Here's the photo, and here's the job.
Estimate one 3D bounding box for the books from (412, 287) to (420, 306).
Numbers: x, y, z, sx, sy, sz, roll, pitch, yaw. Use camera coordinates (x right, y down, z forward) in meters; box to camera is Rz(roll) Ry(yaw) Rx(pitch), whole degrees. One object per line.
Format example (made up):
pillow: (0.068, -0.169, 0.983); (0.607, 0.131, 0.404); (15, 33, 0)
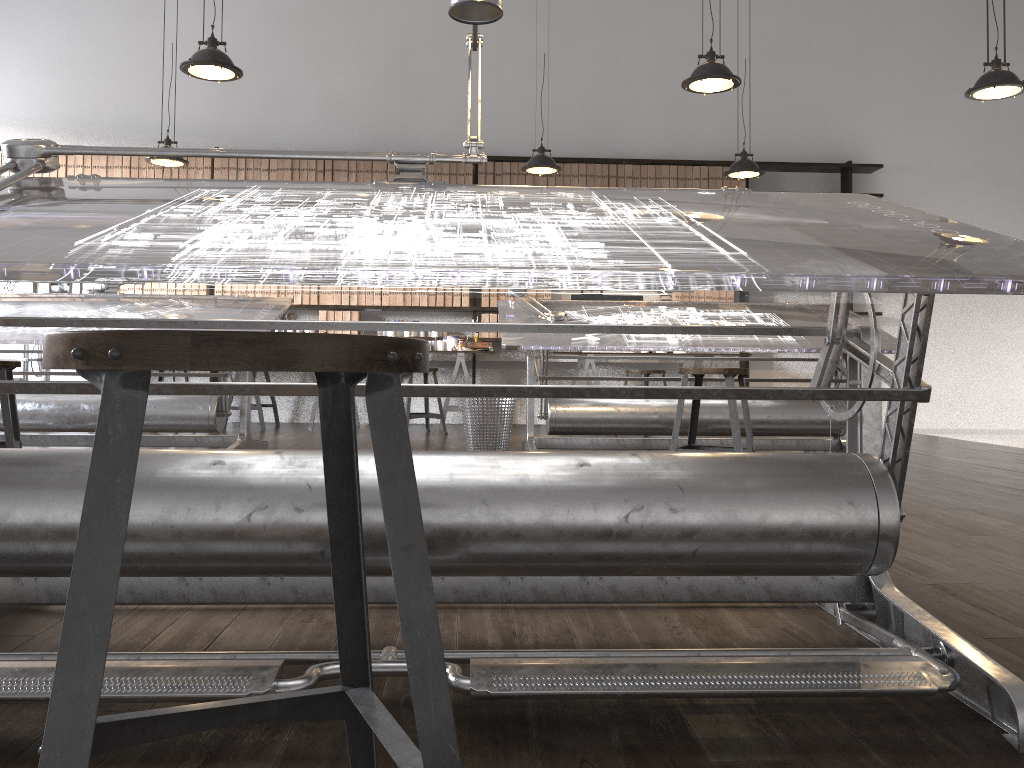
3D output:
books: (-0.863, -0.807, 8.004); (0.067, 0.226, 0.174); (1, -1, -3)

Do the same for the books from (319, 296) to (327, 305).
books: (-1.686, -0.815, 7.965); (0.067, 0.226, 0.174); (1, -1, -3)

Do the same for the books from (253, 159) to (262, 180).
books: (-2.273, -1.915, 7.977); (0.067, 0.226, 0.174); (1, -1, -3)

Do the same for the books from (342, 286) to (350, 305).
books: (-1.485, -0.813, 7.968); (0.067, 0.226, 0.174); (1, -1, -3)

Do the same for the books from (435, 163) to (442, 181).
books: (-0.668, -1.900, 8.054); (0.067, 0.226, 0.174); (1, -1, -3)

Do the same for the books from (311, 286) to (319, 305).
books: (-1.759, -0.815, 7.956); (0.067, 0.226, 0.174); (1, -1, -3)

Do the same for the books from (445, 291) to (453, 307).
books: (-0.572, -0.805, 8.019); (0.067, 0.226, 0.174); (1, -1, -3)

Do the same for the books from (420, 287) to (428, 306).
books: (-0.792, -0.807, 8.003); (0.067, 0.226, 0.174); (1, -1, -3)

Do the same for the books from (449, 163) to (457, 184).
books: (-0.534, -1.899, 8.062); (0.067, 0.226, 0.174); (1, -1, -3)

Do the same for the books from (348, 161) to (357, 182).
books: (-1.434, -1.907, 8.016); (0.067, 0.226, 0.174); (1, -1, -3)

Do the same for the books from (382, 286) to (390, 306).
books: (-1.130, -0.810, 7.988); (0.067, 0.226, 0.174); (1, -1, -3)

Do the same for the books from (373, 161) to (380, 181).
books: (-1.220, -1.905, 8.027); (0.067, 0.226, 0.174); (1, -1, -3)

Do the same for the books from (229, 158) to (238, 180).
books: (-2.485, -1.916, 7.962); (0.067, 0.226, 0.174); (1, -1, -3)

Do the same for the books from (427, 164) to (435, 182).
books: (-0.730, -1.901, 8.050); (0.067, 0.226, 0.174); (1, -1, -3)

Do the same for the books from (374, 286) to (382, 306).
books: (-1.203, -0.810, 7.983); (0.067, 0.226, 0.174); (1, -1, -3)

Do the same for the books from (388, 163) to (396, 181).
books: (-1.085, -1.904, 8.029); (0.067, 0.226, 0.174); (1, -1, -3)

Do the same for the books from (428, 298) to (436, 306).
books: (-0.721, -0.806, 8.012); (0.067, 0.226, 0.174); (1, -1, -3)

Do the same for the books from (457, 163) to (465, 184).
books: (-0.463, -1.898, 8.065); (0.067, 0.226, 0.174); (1, -1, -3)

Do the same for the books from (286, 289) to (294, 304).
books: (-1.976, -0.817, 7.951); (0.067, 0.226, 0.174); (1, -1, -3)

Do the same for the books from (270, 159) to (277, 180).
books: (-2.131, -1.913, 7.982); (0.067, 0.226, 0.174); (1, -1, -3)

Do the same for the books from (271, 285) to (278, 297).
books: (-2.114, -0.818, 7.938); (0.067, 0.226, 0.174); (1, -1, -3)

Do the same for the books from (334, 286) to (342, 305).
books: (-1.557, -0.813, 7.964); (0.067, 0.226, 0.174); (1, -1, -3)

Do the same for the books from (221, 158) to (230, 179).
books: (-2.557, -1.917, 7.958); (0.067, 0.226, 0.174); (1, -1, -3)

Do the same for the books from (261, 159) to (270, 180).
books: (-2.203, -1.914, 7.977); (0.067, 0.226, 0.174); (1, -1, -3)

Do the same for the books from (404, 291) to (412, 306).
books: (-0.934, -0.808, 8.001); (0.067, 0.226, 0.174); (1, -1, -3)

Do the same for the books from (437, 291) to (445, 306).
books: (-0.646, -0.805, 8.010); (0.067, 0.226, 0.174); (1, -1, -3)

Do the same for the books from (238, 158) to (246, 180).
books: (-2.412, -1.916, 7.969); (0.067, 0.226, 0.174); (1, -1, -3)

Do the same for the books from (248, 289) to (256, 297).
books: (-2.316, -0.820, 7.929); (0.067, 0.226, 0.174); (1, -1, -3)

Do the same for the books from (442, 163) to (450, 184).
books: (-0.601, -1.899, 8.053); (0.067, 0.226, 0.174); (1, -1, -3)

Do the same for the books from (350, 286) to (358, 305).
books: (-1.412, -0.812, 7.975); (0.067, 0.226, 0.174); (1, -1, -3)

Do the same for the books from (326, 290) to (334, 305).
books: (-1.620, -0.814, 7.966); (0.067, 0.226, 0.174); (1, -1, -3)

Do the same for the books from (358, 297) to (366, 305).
books: (-1.343, -0.812, 7.982); (0.067, 0.226, 0.174); (1, -1, -3)

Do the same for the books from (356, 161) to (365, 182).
books: (-1.365, -1.906, 8.023); (0.067, 0.226, 0.174); (1, -1, -3)

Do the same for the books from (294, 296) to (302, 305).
books: (-1.905, -0.817, 7.950); (0.067, 0.226, 0.174); (1, -1, -3)

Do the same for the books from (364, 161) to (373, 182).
books: (-1.295, -1.906, 8.024); (0.067, 0.226, 0.174); (1, -1, -3)

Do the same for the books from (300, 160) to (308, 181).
books: (-1.863, -1.911, 7.998); (0.067, 0.226, 0.174); (1, -1, -3)

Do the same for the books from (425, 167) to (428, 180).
books: (-0.803, -1.901, 8.044); (0.067, 0.226, 0.174); (1, -1, -3)

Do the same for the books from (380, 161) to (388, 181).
books: (-1.157, -1.904, 8.026); (0.067, 0.226, 0.174); (1, -1, -3)

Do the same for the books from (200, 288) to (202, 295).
books: (-2.731, -0.824, 7.909); (0.067, 0.226, 0.174); (1, -1, -3)

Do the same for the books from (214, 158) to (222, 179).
books: (-2.620, -1.918, 7.960); (0.067, 0.226, 0.174); (1, -1, -3)

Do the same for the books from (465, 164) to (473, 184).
books: (-0.392, -1.898, 8.065); (0.067, 0.226, 0.174); (1, -1, -3)

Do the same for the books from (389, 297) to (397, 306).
books: (-1.068, -0.809, 7.993); (0.067, 0.226, 0.174); (1, -1, -3)

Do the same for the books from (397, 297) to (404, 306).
books: (-1.001, -0.808, 7.992); (0.067, 0.226, 0.174); (1, -1, -3)

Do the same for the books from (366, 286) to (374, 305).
books: (-1.273, -0.811, 7.984); (0.067, 0.226, 0.174); (1, -1, -3)

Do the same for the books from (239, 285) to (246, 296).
books: (-2.387, -0.821, 7.930); (0.067, 0.226, 0.174); (1, -1, -3)

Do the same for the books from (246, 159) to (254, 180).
books: (-2.343, -1.915, 7.976); (0.067, 0.226, 0.174); (1, -1, -3)

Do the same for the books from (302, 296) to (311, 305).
books: (-1.835, -0.816, 7.958); (0.067, 0.226, 0.174); (1, -1, -3)

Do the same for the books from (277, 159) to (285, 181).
books: (-2.068, -1.913, 7.987); (0.067, 0.226, 0.174); (1, -1, -3)

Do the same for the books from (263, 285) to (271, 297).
books: (-2.181, -0.819, 7.939); (0.067, 0.226, 0.174); (1, -1, -3)

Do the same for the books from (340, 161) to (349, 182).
books: (-1.506, -1.908, 8.009); (0.067, 0.226, 0.174); (1, -1, -3)
